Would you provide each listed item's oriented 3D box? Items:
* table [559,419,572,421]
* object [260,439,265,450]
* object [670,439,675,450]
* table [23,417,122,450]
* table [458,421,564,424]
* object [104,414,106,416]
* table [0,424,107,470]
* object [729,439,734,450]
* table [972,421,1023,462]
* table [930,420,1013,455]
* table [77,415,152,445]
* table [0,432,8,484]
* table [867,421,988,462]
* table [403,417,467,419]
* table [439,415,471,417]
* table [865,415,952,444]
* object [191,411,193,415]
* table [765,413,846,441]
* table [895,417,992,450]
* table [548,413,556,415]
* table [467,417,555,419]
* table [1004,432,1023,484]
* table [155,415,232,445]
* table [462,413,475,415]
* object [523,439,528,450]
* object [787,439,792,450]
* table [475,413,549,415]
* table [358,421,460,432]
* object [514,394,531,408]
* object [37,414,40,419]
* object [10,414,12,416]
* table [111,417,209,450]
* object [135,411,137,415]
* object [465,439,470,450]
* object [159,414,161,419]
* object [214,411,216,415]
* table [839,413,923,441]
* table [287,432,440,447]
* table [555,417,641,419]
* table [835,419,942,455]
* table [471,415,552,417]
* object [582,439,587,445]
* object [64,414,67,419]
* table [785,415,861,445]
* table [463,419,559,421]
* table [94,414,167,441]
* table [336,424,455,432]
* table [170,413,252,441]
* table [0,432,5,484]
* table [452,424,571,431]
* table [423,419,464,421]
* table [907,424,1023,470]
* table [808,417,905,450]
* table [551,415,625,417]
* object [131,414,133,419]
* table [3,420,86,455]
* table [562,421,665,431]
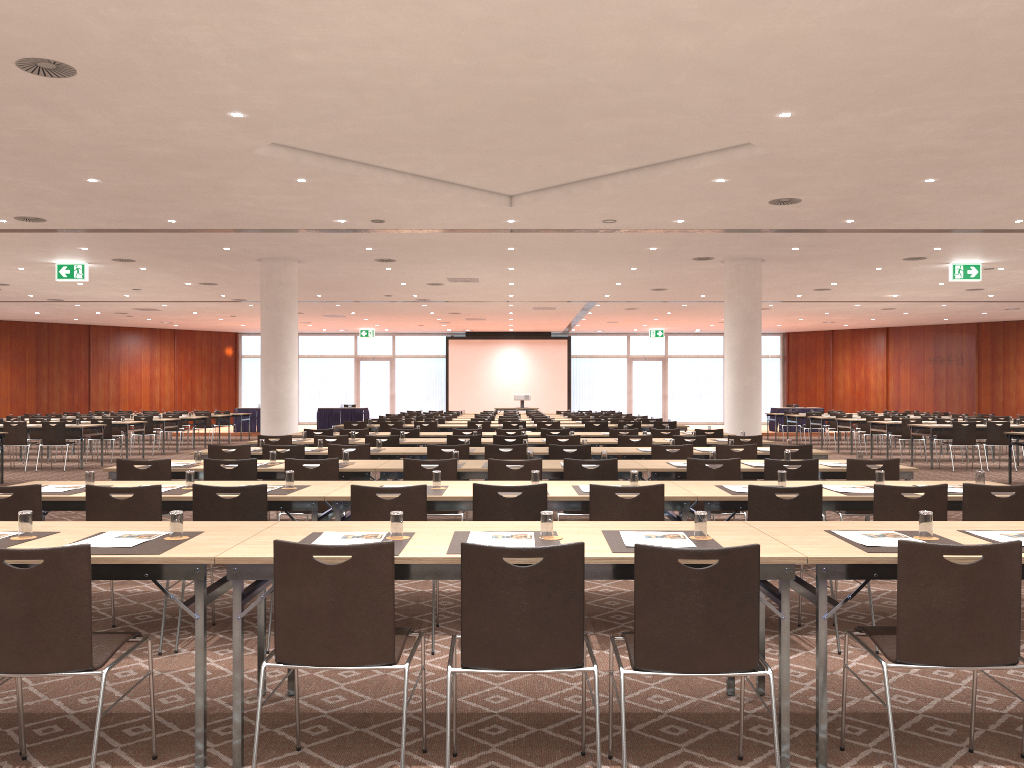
[{"bbox_3d":[2.250,1.266,21.375,2.267,0.833,0.953,0,0,0],"label":"table"},{"bbox_3d":[-2.770,0.669,9.833,0.054,0.114,0.054,0,0,-11],"label":"object"},{"bbox_3d":[1.778,0.669,9.838,0.054,0.114,0.054,0,0,-34],"label":"object"},{"bbox_3d":[-11.559,1.287,23.362,2.267,0.833,0.953,0,0,0],"label":"table"},{"bbox_3d":[-0.018,1.245,19.372,2.267,0.833,0.953,0,0,0],"label":"table"},{"bbox_3d":[-9.780,0.789,21.318,0.054,0.114,0.054,0,0,-11],"label":"object"},{"bbox_3d":[-9.284,1.224,17.364,2.267,0.833,0.953,0,0,0],"label":"table"},{"bbox_3d":[2.432,0.669,9.824,0.054,0.114,0.054,0,0,-34],"label":"object"},{"bbox_3d":[11.359,1.245,19.383,2.267,0.833,0.953,0,0,0],"label":"table"},{"bbox_3d":[11.358,1.266,21.383,2.267,0.833,0.953,0,0,0],"label":"table"},{"bbox_3d":[-11.561,1.308,25.362,2.267,0.833,0.953,0,0,0],"label":"table"},{"bbox_3d":[-9.280,1.188,13.864,2.267,0.833,0.953,0,0,0],"label":"table"},{"bbox_3d":[9.089,1.245,19.381,2.267,0.833,0.953,0,0,0],"label":"table"},{"bbox_3d":[-2.292,1.287,23.370,2.267,0.833,0.953,0,0,0],"label":"table"},{"bbox_3d":[-2.294,1.308,25.370,2.267,0.833,0.953,0,0,0],"label":"table"},{"bbox_3d":[11.354,1.308,25.383,2.267,0.833,0.953,0,0,0],"label":"table"},{"bbox_3d":[-9.127,0.830,25.318,0.054,0.114,0.054,0,0,-11],"label":"object"},{"bbox_3d":[9.082,1.329,27.381,2.267,0.833,0.953,0,0,0],"label":"table"},{"bbox_3d":[11.356,1.287,23.383,2.267,0.833,0.953,0,0,0],"label":"table"},{"bbox_3d":[2.244,1.328,27.375,2.267,0.833,0.953,0,0,0],"label":"table"},{"bbox_3d":[-0.022,1.287,23.372,2.267,0.833,0.953,0,0,0],"label":"table"},{"bbox_3d":[9.095,1.188,13.881,2.267,0.833,0.953,0,0,0],"label":"table"},{"bbox_3d":[-9.291,1.308,25.364,2.267,0.833,0.953,0,0,0],"label":"table"},{"bbox_3d":[-2.296,1.328,27.370,2.267,0.833,0.953,0,0,0],"label":"table"},{"bbox_3d":[0.149,0.669,9.826,0.054,0.114,0.054,0,0,-11],"label":"object"},{"bbox_3d":[3.073,0.669,9.836,0.054,0.114,0.054,0,0,-11],"label":"object"},{"bbox_3d":[-0.026,1.328,27.372,2.267,0.833,0.953,0,0,0],"label":"table"},{"bbox_3d":[-2.288,1.245,19.370,2.267,0.833,0.953,0,0,0],"label":"table"},{"bbox_3d":[0.352,0.587,30.505,0.576,0.472,0.614,0,0,0],"label":"object"},{"bbox_3d":[-11.388,0.789,21.321,0.054,0.114,0.054,0,0,-34],"label":"object"},{"bbox_3d":[-12.042,0.789,21.312,0.054,0.114,0.054,0,0,-34],"label":"object"},{"bbox_3d":[-9.289,1.287,23.364,2.267,0.833,0.953,0,0,0],"label":"table"},{"bbox_3d":[-10.751,0.830,25.324,0.054,0.114,0.054,0,0,-34],"label":"object"},{"bbox_3d":[-0.497,0.669,9.832,0.054,0.114,0.054,0,0,-11],"label":"object"},{"bbox_3d":[-8.465,0.789,21.318,0.054,0.114,0.054,0,0,-11],"label":"object"},{"bbox_3d":[-8.478,0.830,25.320,0.054,0.114,0.054,0,0,-11],"label":"object"},{"bbox_3d":[11.352,1.329,27.383,2.267,0.833,0.953,0,0,0],"label":"table"},{"bbox_3d":[-2.283,1.188,13.870,2.267,0.833,0.953,0,0,0],"label":"table"},{"bbox_3d":[2.248,1.287,23.375,2.267,0.833,0.953,0,0,0],"label":"table"},{"bbox_3d":[9.088,1.266,21.381,2.267,0.833,0.953,0,0,0],"label":"table"},{"bbox_3d":[-0.024,1.308,25.372,2.267,0.833,0.953,0,0,0],"label":"table"},{"bbox_3d":[0.805,0.669,9.823,0.054,0.114,0.054,0,0,34],"label":"object"},{"bbox_3d":[-10.736,0.789,21.317,0.054,0.114,0.054,0,0,-34],"label":"object"},{"bbox_3d":[9.084,1.308,25.381,2.267,0.833,0.953,0,0,0],"label":"table"},{"bbox_3d":[-0.020,1.266,21.372,2.267,0.833,0.953,0,0,0],"label":"table"},{"bbox_3d":[-11.563,1.328,27.362,2.267,0.833,0.953,0,0,0],"label":"table"},{"bbox_3d":[-2.286,1.224,17.370,2.267,0.833,0.953,0,0,0],"label":"table"},{"bbox_3d":[-9.293,1.328,27.364,2.267,0.833,0.953,0,0,0],"label":"table"},{"bbox_3d":[-9.280,1.188,13.864,2.267,0.833,0.953,0,0,0],"label":"table"},{"bbox_3d":[-0.016,1.224,17.372,2.267,0.833,0.953,0,0,0],"label":"table"},{"bbox_3d":[-2.290,1.266,21.370,2.267,0.833,0.953,0,0,0],"label":"table"},{"bbox_3d":[9.091,1.225,17.381,2.267,0.833,0.953,0,0,0],"label":"table"},{"bbox_3d":[9.086,1.287,23.381,2.267,0.833,0.953,0,0,0],"label":"table"},{"bbox_3d":[2.246,1.308,25.375,2.267,0.833,0.953,0,0,0],"label":"table"},{"bbox_3d":[-9.132,0.789,21.313,0.054,0.114,0.054,0,0,-11],"label":"object"},{"bbox_3d":[-11.557,1.266,21.362,2.267,0.833,0.953,0,0,0],"label":"table"},{"bbox_3d":[2.252,1.245,19.375,2.267,0.833,0.953,0,0,0],"label":"table"}]
